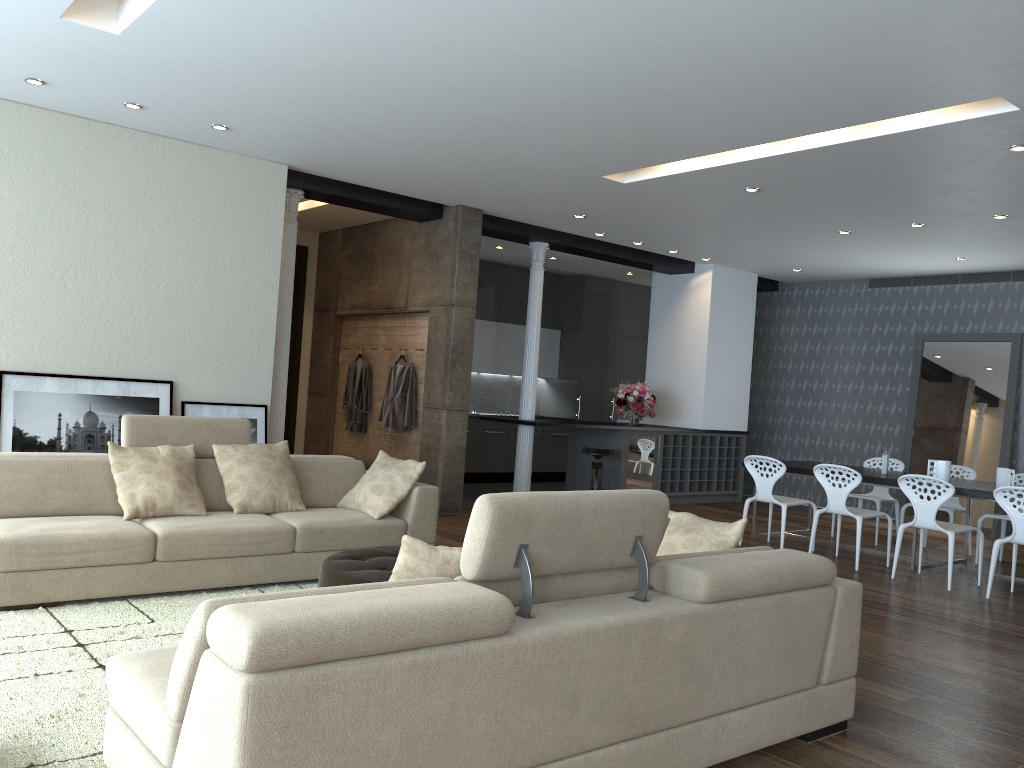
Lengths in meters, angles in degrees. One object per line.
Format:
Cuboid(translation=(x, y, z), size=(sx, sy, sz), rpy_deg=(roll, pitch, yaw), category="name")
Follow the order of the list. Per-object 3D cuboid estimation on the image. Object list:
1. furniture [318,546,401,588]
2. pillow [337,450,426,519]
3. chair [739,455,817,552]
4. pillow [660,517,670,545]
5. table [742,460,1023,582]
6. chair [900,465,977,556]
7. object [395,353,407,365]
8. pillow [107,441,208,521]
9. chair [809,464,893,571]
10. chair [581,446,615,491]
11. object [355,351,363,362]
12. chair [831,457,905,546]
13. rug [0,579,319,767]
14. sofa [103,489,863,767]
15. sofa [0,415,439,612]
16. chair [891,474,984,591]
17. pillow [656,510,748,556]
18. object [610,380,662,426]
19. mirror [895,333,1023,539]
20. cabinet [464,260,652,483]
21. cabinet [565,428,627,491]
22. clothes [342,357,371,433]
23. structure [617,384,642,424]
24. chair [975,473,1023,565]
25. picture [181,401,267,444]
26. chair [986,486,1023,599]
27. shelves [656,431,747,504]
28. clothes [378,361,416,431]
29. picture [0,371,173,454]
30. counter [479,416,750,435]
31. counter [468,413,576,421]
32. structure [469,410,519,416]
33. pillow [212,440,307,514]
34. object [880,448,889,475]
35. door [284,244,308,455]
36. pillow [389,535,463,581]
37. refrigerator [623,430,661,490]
Cuboid(translation=(-0.431, 1.061, 4.423), size=(1.057, 0.355, 1.057), rpy_deg=(4, -1, -37), category="furniture")
Cuboid(translation=(-0.845, 0.656, 5.854), size=(0.395, 0.393, 0.518), rpy_deg=(4, -1, -43), category="pillow")
Cuboid(translation=(2.371, 1.062, 7.966), size=(0.581, 0.835, 0.495), rpy_deg=(4, -1, -39), category="chair")
Cuboid(translation=(0.300, 0.694, 3.256), size=(0.534, 0.439, 0.301), rpy_deg=(4, -1, -36), category="pillow")
Cuboid(translation=(3.753, 1.209, 7.690), size=(1.200, 0.733, 3.400), rpy_deg=(4, -1, -39), category="table")
Cuboid(translation=(4.071, 1.186, 8.418), size=(0.581, 0.835, 0.495), rpy_deg=(4, -1, -39), category="chair")
Cuboid(translation=(-1.148, -0.260, 9.249), size=(0.010, 0.219, 0.430), rpy_deg=(4, -1, -39), category="object")
Cuboid(translation=(-2.055, 0.553, 5.151), size=(0.519, 0.416, 0.368), rpy_deg=(4, -1, -44), category="pillow")
Cuboid(translation=(2.811, 1.089, 7.420), size=(0.581, 0.835, 0.495), rpy_deg=(4, -1, -39), category="chair")
Cuboid(translation=(2.398, 1.251, 6.760), size=(16.134, 0.952, 21.556), rpy_deg=(4, -1, -39), category="chair")
Cuboid(translation=(-1.709, -0.294, 9.955), size=(0.010, 0.219, 0.430), rpy_deg=(4, -1, -39), category="object")
Cuboid(translation=(3.627, 1.158, 8.961), size=(0.581, 0.835, 0.495), rpy_deg=(4, -1, -39), category="chair")
Cuboid(translation=(-1.109, 1.195, 3.845), size=(4.231, 0.020, 2.972), rpy_deg=(4, -1, -39), category="rug")
Cuboid(translation=(0.087, 0.808, 3.104), size=(2.581, 0.950, 1.021), rpy_deg=(4, -1, -39), category="sofa")
Cuboid(translation=(-1.777, 0.694, 5.384), size=(2.581, 0.950, 1.021), rpy_deg=(4, -1, -39), category="sofa")
Cuboid(translation=(3.271, 1.117, 6.844), size=(0.581, 0.835, 0.495), rpy_deg=(4, -1, -39), category="chair")
Cuboid(translation=(0.735, 0.752, 3.921), size=(0.395, 0.393, 0.518), rpy_deg=(4, -1, -36), category="pillow")
Cuboid(translation=(1.500, 0.226, 10.767), size=(0.544, 0.552, 0.570), rpy_deg=(4, -1, -33), category="object")
Cuboid(translation=(5.142, 0.546, 10.251), size=(0.240, 2.294, 1.200), rpy_deg=(4, -1, -39), category="mirror")
Cuboid(translation=(0.796, -0.092, 13.068), size=(7.409, 2.980, 0.827), rpy_deg=(4, -1, -39), category="cabinet")
Cuboid(translation=(1.204, 0.969, 10.691), size=(0.642, 0.897, 0.900), rpy_deg=(4, -1, -39), category="cabinet")
Cuboid(translation=(-1.755, 0.117, 9.946), size=(0.141, 0.855, 0.569), rpy_deg=(4, -1, -39), category="clothes")
Cuboid(translation=(1.650, 0.304, 13.643), size=(0.595, 0.596, 0.591), rpy_deg=(4, -1, -39), category="structure")
Cuboid(translation=(4.515, 1.213, 7.874), size=(0.581, 0.835, 0.495), rpy_deg=(4, -1, -39), category="chair")
Cuboid(translation=(-2.282, 0.650, 7.056), size=(0.700, 0.988, 0.195), rpy_deg=(4, -1, -39), category="picture")
Cuboid(translation=(3.726, 1.145, 6.318), size=(0.581, 0.835, 0.495), rpy_deg=(4, -1, -39), category="chair")
Cuboid(translation=(2.107, 1.039, 11.433), size=(1.700, 0.897, 0.900), rpy_deg=(4, -1, -39), category="shelves")
Cuboid(translation=(-1.193, 0.126, 9.245), size=(0.173, 0.735, 0.700), rpy_deg=(4, -1, -41), category="clothes")
Cuboid(translation=(-3.055, 0.515, 6.399), size=(1.183, 1.140, 0.225), rpy_deg=(4, -1, -39), category="picture")
Cuboid(translation=(1.369, 0.512, 10.803), size=(3.700, 0.040, 1.000), rpy_deg=(4, -1, -39), category="counter")
Cuboid(translation=(-0.730, 0.494, 11.863), size=(3.597, 0.223, 0.807), rpy_deg=(4, -1, -39), category="counter")
Cuboid(translation=(-0.230, 0.422, 12.214), size=(0.900, 0.066, 0.520), rpy_deg=(4, -1, -39), category="structure")
Cuboid(translation=(-1.580, 0.579, 5.557), size=(0.534, 0.439, 0.301), rpy_deg=(4, -1, -43), category="pillow")
Cuboid(translation=(3.388, 0.702, 8.080), size=(0.076, 0.233, 0.161), rpy_deg=(4, -1, 32), category="object")
Cuboid(translation=(-3.025, -0.290, 10.452), size=(1.037, 2.814, 0.246), rpy_deg=(4, -1, -39), category="door")
Cuboid(translation=(-0.190, 0.667, 2.870), size=(0.519, 0.416, 0.368), rpy_deg=(4, -1, -35), category="pillow")
Cuboid(translation=(1.504, 0.928, 10.375), size=(0.578, 0.774, 0.075), rpy_deg=(4, -1, -35), category="refrigerator")
